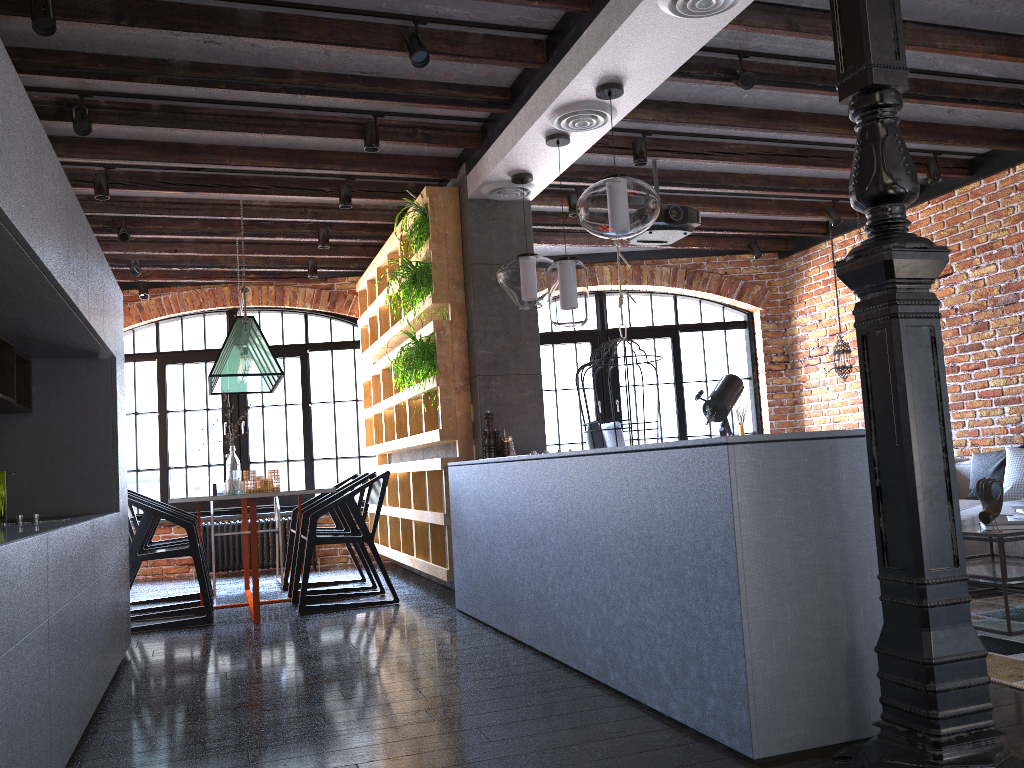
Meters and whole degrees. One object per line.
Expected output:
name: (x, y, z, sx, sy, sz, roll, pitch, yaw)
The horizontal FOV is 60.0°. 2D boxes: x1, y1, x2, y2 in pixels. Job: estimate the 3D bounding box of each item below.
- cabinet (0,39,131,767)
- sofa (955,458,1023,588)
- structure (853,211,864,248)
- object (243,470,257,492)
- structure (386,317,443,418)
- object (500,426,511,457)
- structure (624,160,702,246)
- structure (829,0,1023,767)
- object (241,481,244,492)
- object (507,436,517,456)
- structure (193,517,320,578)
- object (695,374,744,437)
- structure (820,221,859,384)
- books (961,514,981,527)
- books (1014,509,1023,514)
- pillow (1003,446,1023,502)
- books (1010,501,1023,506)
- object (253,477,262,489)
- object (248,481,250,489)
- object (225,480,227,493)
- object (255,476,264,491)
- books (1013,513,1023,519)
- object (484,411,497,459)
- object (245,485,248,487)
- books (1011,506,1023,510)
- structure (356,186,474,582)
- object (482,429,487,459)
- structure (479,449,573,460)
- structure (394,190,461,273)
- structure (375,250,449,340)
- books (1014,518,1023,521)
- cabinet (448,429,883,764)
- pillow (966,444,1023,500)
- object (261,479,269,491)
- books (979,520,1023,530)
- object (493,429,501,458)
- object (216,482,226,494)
cabinet: (-1.627, 0.219, 2.410, 0.713, 1.807, 4.177, -2, -6, -19)
sofa: (2.527, 0.735, 4.491, 2.536, 0.697, 3.303, -2, -6, -19)
structure: (2.678, -1.085, 6.811, 0.265, 0.778, 0.273, -5, -5, 20)
object: (-1.722, 0.639, 5.827, 0.086, 0.139, 0.086, -8, -7, 44)
structure: (-0.533, -0.089, 5.514, 0.422, 0.620, 0.571, -4, -5, 0)
object: (-0.036, 0.336, 5.103, 0.058, 0.192, 0.081, -6, -5, 22)
structure: (0.902, -1.317, 5.624, 0.409, 0.816, 0.464, -2, -5, -19)
structure: (4.125, -0.220, 4.706, 8.514, 2.392, 0.482, 1, -6, -38)
object: (-1.810, 0.686, 5.918, 0.060, 0.073, 0.060, -5, -5, 12)
object: (-0.014, 0.369, 5.158, 0.069, 0.135, 0.069, 0, -6, -39)
structure: (-2.260, 1.435, 7.833, 1.115, 0.476, 0.106, -3, -5, -1)
object: (1.715, 0.643, 7.382, 0.570, 1.470, 0.616, -4, -5, 7)
structure: (2.635, -0.712, 7.191, 0.389, 1.436, 0.339, -2, -5, -18)
books: (2.010, 0.631, 4.087, 0.225, 0.038, 0.309, -8, -7, 41)
books: (2.358, 0.551, 3.883, 0.239, 0.022, 0.191, -5, -6, 16)
pillow: (3.112, 0.536, 5.223, 0.293, 0.354, 0.496, 0, -6, -33)
books: (2.353, 0.516, 3.865, 0.268, 0.014, 0.196, -3, -5, -8)
object: (-1.738, 0.682, 6.059, 0.061, 0.099, 0.061, -2, -5, -12)
object: (-1.830, 0.708, 6.144, 0.060, 0.073, 0.060, -7, -6, 33)
object: (-1.866, 0.677, 5.860, 0.054, 0.087, 0.054, -5, -5, 14)
object: (-1.703, 0.672, 5.982, 0.061, 0.099, 0.061, -5, -5, 19)
books: (2.358, 0.570, 3.857, 0.251, 0.023, 0.209, -4, -5, 1)
object: (-0.125, 0.293, 5.067, 0.061, 0.282, 0.061, -3, -5, -5)
object: (-1.808, 0.692, 5.983, 0.060, 0.073, 0.060, -5, -5, 12)
books: (2.354, 0.531, 3.864, 0.268, 0.014, 0.196, -2, -6, -20)
structure: (-0.802, 0.126, 6.665, 0.206, 2.380, 2.831, -2, -5, -19)
object: (-0.145, 0.352, 5.131, 0.048, 0.179, 0.048, -7, -6, 31)
structure: (0.187, 0.362, 4.388, 0.504, 0.057, 0.764, -2, -6, -19)
structure: (-0.459, -0.934, 5.610, 0.570, 0.620, 0.422, -1, -6, -29)
structure: (-0.591, -0.567, 5.510, 0.422, 0.620, 0.570, -8, -7, 40)
books: (2.358, 0.592, 3.855, 0.247, 0.024, 0.209, -4, -5, 1)
cabinet: (0.410, 0.707, 3.788, 0.607, 0.843, 2.962, -2, -6, -19)
pillow: (3.055, 0.556, 5.562, 0.263, 0.400, 0.510, -1, -6, -24)
object: (-1.639, 0.669, 5.886, 0.049, 0.080, 0.049, 0, -6, -35)
books: (2.086, 0.596, 3.748, 0.182, 0.029, 0.129, -5, -6, 18)
object: (-0.090, 0.352, 5.164, 0.048, 0.179, 0.048, 0, -6, -36)
object: (-1.931, 0.691, 5.890, 0.060, 0.073, 0.060, -5, -5, 12)
